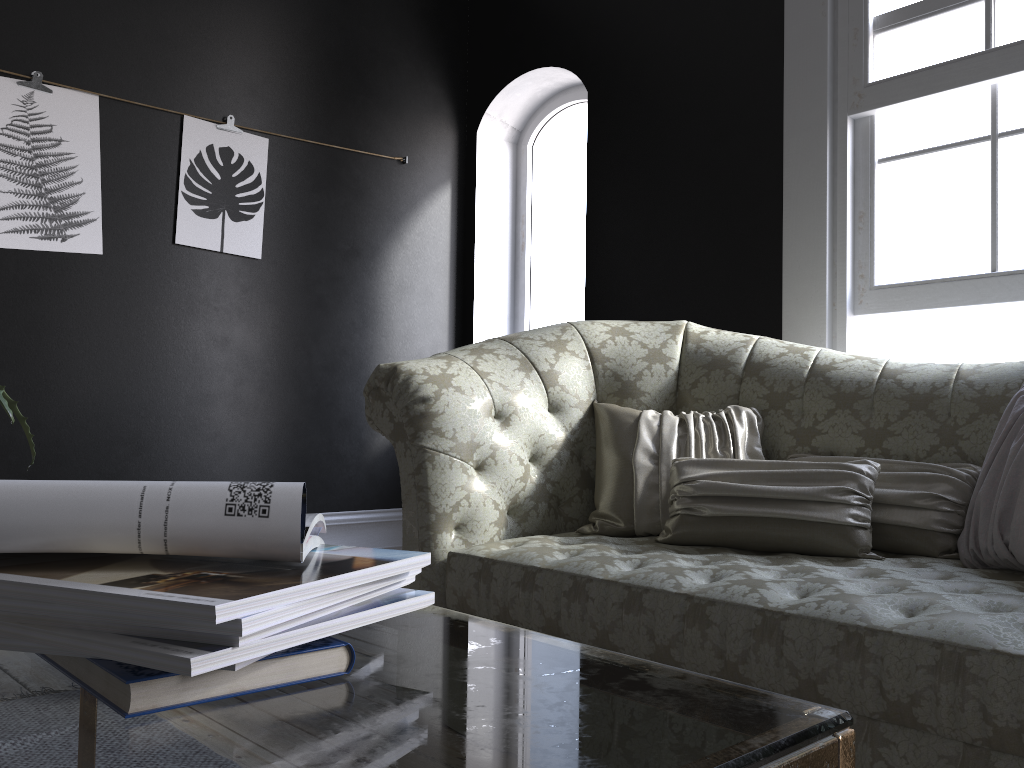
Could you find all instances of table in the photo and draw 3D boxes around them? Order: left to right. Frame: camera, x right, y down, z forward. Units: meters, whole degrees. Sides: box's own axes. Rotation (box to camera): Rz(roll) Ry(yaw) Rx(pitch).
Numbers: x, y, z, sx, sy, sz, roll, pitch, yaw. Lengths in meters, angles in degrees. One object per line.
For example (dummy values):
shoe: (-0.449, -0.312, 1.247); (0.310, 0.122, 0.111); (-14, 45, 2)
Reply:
table: (-0.671, 0.488, 0.735); (1.093, 0.558, 1.449); (3, -4, -43)

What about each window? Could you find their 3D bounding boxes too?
window: (0.337, -0.849, 4.828); (0.112, 1.456, 0.740); (3, -3, -43)
window: (1.718, -1.176, 2.748); (0.056, 1.670, 1.263); (3, -3, -43)

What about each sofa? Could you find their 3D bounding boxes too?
sofa: (1.021, 0.319, 2.145); (1.607, 1.160, 2.814); (3, -4, -42)

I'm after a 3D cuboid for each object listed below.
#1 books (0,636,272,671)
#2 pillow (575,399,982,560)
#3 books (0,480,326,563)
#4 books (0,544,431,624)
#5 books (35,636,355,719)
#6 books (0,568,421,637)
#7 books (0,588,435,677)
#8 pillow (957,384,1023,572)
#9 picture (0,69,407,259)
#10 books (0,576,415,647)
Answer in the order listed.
books: (-0.300, 0.183, 0.723); (0.318, 0.011, 0.253); (0, -3, 14)
pillow: (0.643, 0.240, 2.454); (0.529, 0.416, 1.105); (3, -4, -43)
books: (-0.324, 0.128, 0.737); (0.322, 0.109, 0.273); (1, -3, -8)
books: (-0.264, 0.139, 0.685); (0.318, 0.011, 0.253); (0, -3, 24)
books: (-0.252, 0.199, 0.677); (0.162, 0.023, 0.231); (4, -4, -42)
books: (-0.269, 0.150, 0.691); (0.318, 0.011, 0.253); (0, -3, 19)
books: (-0.264, 0.172, 0.698); (0.318, 0.011, 0.253); (-1, -3, 29)
pillow: (1.340, 0.194, 1.736); (0.405, 0.461, 0.964); (3, -3, -35)
picture: (-2.197, -0.915, 3.144); (4.459, 0.770, 0.058); (4, -3, -43)
books: (-0.276, 0.161, 0.709); (0.318, 0.011, 0.253); (0, -3, 19)
